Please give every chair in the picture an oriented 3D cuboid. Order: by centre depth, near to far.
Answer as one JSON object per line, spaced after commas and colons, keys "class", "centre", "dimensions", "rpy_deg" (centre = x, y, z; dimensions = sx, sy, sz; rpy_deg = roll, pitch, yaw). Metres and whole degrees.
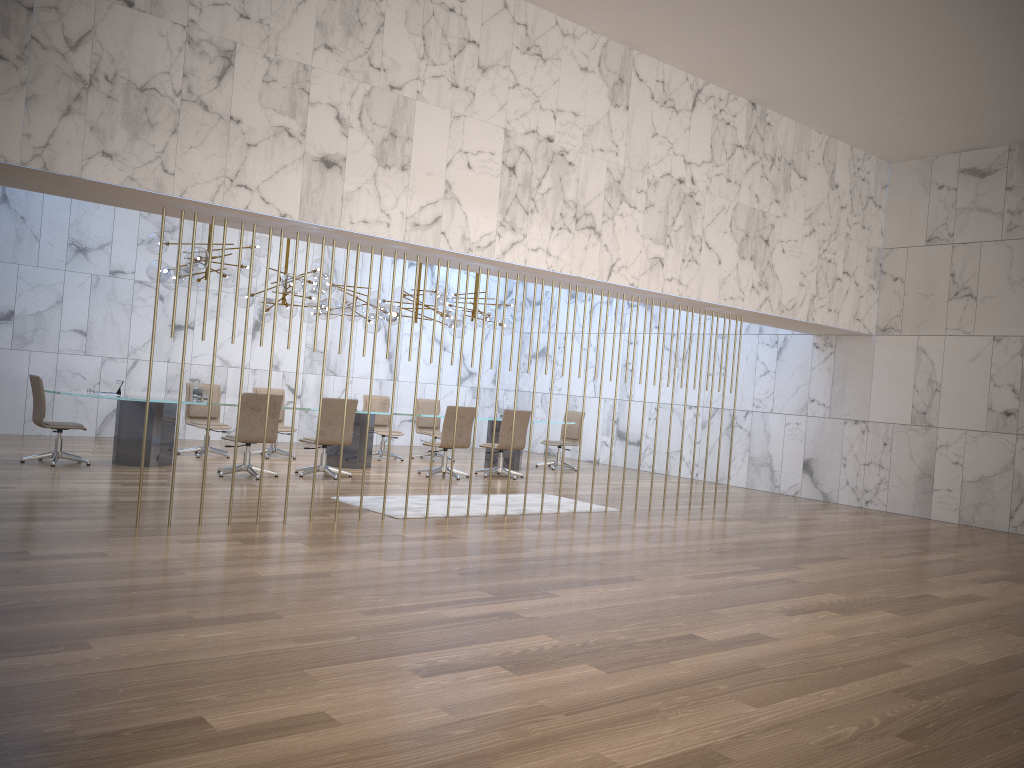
{"class": "chair", "centre": [-5.238, 0.414, 10.220], "dimensions": [0.697, 1.000, 0.726], "rpy_deg": [5, 0, -39]}
{"class": "chair", "centre": [-3.099, 0.595, 10.501], "dimensions": [0.726, 1.000, 0.697], "rpy_deg": [5, 0, -39]}
{"class": "chair", "centre": [-2.325, 0.663, 11.130], "dimensions": [0.726, 1.000, 0.697], "rpy_deg": [5, 0, -39]}
{"class": "chair", "centre": [-0.892, 0.789, 12.293], "dimensions": [0.726, 1.000, 0.697], "rpy_deg": [5, 0, -39]}
{"class": "chair", "centre": [-4.266, 0.506, 12.432], "dimensions": [0.726, 1.000, 0.697], "rpy_deg": [5, 0, -39]}
{"class": "chair", "centre": [-0.122, 0.857, 12.918], "dimensions": [0.726, 1.000, 0.697], "rpy_deg": [5, 0, -39]}
{"class": "chair", "centre": [-3.501, 0.573, 13.053], "dimensions": [0.726, 1.000, 0.697], "rpy_deg": [5, 0, -39]}
{"class": "chair", "centre": [-2.071, 0.699, 14.214], "dimensions": [0.726, 1.000, 0.697], "rpy_deg": [5, 0, -39]}
{"class": "chair", "centre": [-1.296, 0.767, 14.843], "dimensions": [0.726, 1.000, 0.697], "rpy_deg": [5, 0, -39]}
{"class": "chair", "centre": [0.844, 0.948, 15.147], "dimensions": [0.697, 1.000, 0.726], "rpy_deg": [5, 0, -39]}

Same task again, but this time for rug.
{"class": "rug", "centre": [-0.315, 1.311, 9.693], "dimensions": [3.025, 0.034, 1.320], "rpy_deg": [5, 0, -39]}

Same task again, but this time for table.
{"class": "table", "centre": [-2.304, 0.749, 12.596], "dimensions": [7.924, 0.835, 2.092], "rpy_deg": [5, 0, -39]}

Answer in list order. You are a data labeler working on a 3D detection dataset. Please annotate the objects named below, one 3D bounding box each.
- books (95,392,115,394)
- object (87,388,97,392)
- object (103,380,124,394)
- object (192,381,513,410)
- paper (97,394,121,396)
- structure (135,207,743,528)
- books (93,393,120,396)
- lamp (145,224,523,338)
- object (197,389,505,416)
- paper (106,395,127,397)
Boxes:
{"class": "books", "centre": [-4.693, 0.108, 10.237], "dimensions": [0.205, 0.012, 0.126], "rpy_deg": [5, 0, -42]}
{"class": "object", "centre": [-5.060, 0.071, 10.726], "dimensions": [0.134, 0.037, 0.096], "rpy_deg": [5, 0, 29]}
{"class": "object", "centre": [-4.789, 0.033, 10.607], "dimensions": [0.205, 0.159, 0.255], "rpy_deg": [5, 0, -39]}
{"class": "object", "centre": [-2.020, 0.248, 12.812], "dimensions": [5.189, 0.213, 0.124], "rpy_deg": [5, 0, -39]}
{"class": "paper", "centre": [-4.559, 0.128, 10.076], "dimensions": [0.210, 0.001, 0.290], "rpy_deg": [5, 0, 44]}
{"class": "structure", "centre": [0.038, 0.119, 9.015], "dimensions": [7.223, 2.456, 0.023], "rpy_deg": [5, 0, -39]}
{"class": "books", "centre": [-4.648, 0.116, 10.158], "dimensions": [0.239, 0.012, 0.205], "rpy_deg": [5, 0, 38]}
{"class": "lamp", "centre": [-2.162, -2.062, 12.536], "dimensions": [5.672, 2.716, 1.557], "rpy_deg": [5, 0, -39]}
{"class": "object", "centre": [-2.004, 0.297, 12.765], "dimensions": [5.112, 0.117, 0.183], "rpy_deg": [5, 0, -39]}
{"class": "paper", "centre": [-4.559, 0.128, 10.076], "dimensions": [0.210, 0.001, 0.290], "rpy_deg": [5, 0, 44]}
